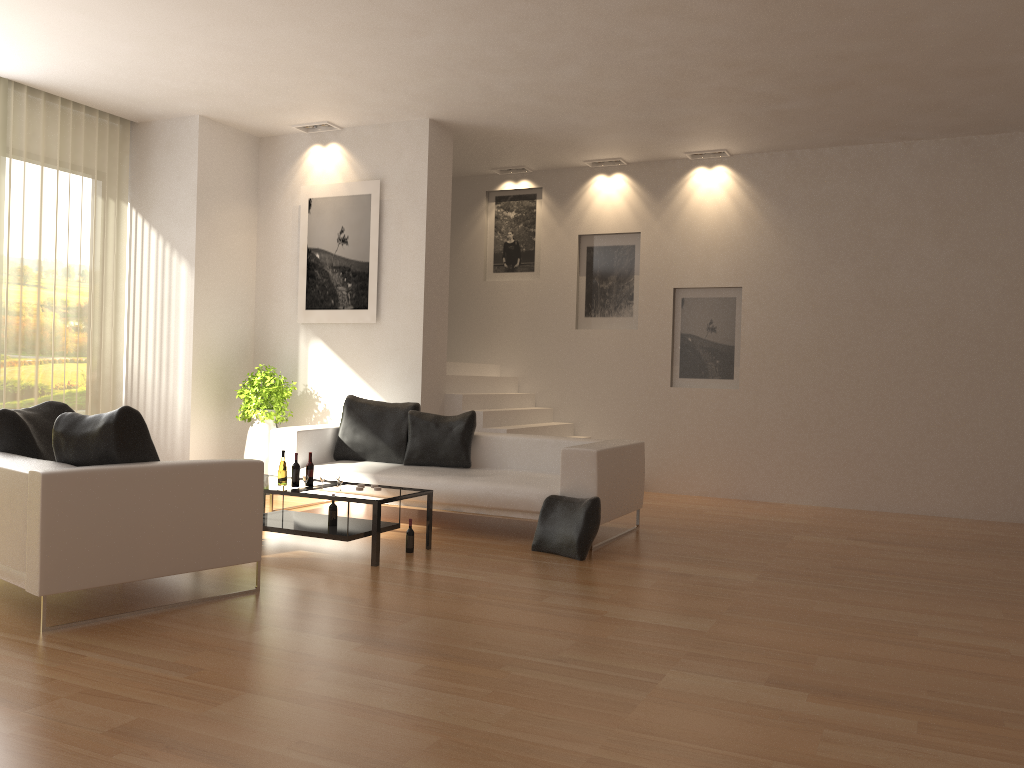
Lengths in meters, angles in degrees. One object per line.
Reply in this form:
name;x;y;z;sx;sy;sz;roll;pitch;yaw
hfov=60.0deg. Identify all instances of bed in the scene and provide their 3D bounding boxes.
bed;-0.521;0.805;7.664;3.075;0.761;1.262;2;0;25

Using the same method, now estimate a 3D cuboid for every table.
table;-1.431;0.966;6.390;1.566;0.460;0.709;2;0;25

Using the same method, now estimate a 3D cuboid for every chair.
chair;-2.404;0.765;5.111;1.671;0.761;1.262;2;1;40

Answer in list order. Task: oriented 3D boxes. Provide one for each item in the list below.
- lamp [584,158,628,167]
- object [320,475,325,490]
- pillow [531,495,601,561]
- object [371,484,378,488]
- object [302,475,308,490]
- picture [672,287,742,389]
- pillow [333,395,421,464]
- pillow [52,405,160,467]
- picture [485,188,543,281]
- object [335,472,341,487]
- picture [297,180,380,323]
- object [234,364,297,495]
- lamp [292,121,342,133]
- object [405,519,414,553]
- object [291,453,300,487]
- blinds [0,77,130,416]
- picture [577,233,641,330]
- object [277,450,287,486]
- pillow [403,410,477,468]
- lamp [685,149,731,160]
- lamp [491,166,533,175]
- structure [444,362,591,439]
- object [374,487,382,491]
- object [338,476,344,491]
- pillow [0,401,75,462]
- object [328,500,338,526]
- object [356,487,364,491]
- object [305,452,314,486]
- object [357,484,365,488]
lamp;1.076;-2.612;10.177;0.446;0.166;0.243;2;0;25
object;-1.335;0.689;6.238;0.039;0.101;0.039;2;0;-17
pillow;0.414;1.027;6.397;0.503;0.457;0.340;2;1;44
object;-0.982;0.732;6.342;0.052;0.021;0.052;2;0;3
object;-1.444;0.686;6.193;0.039;0.101;0.039;2;0;-23
picture;2.168;-0.508;9.864;0.802;1.155;0.005;2;0;25
pillow;-1.232;0.442;8.161;0.755;0.666;0.346;2;0;11
pillow;-2.123;0.439;4.693;0.506;0.666;0.324;2;0;15
picture;0.026;-1.827;10.884;0.802;1.155;0.005;2;0;25
object;-1.256;0.691;6.399;0.039;0.101;0.039;2;0;-17
picture;-1.781;-1.339;9.069;0.979;1.431;0.004;2;0;25
object;-2.513;0.456;9.027;0.570;1.324;0.631;2;1;40
lamp;-1.996;-2.697;9.070;0.446;0.166;0.243;2;0;25
object;-0.717;1.071;6.239;0.059;0.244;0.059;2;0;2
object;-1.546;0.616;6.341;0.059;0.244;0.059;2;0;25
blinds;-4.312;-0.896;8.505;0.143;3.861;1.409;2;0;22
picture;1.134;-1.193;10.357;0.802;1.155;0.005;2;0;25
object;-1.650;0.605;6.384;0.068;0.257;0.067;2;1;43
pillow;-0.637;0.487;7.904;0.628;0.524;0.270;2;0;9
lamp;2.137;-2.577;9.676;0.446;0.166;0.243;2;0;25
lamp;0.000;-2.648;10.685;0.446;0.166;0.243;2;0;25
structure;-1.019;0.446;10.273;4.625;1.403;1.839;2;0;25
object;-0.940;0.734;6.207;0.052;0.021;0.052;2;0;3
object;-1.194;0.694;6.178;0.039;0.101;0.039;2;0;-17
pillow;-2.841;0.406;5.416;0.291;0.598;0.660;2;0;15
object;-1.265;0.898;6.268;0.065;0.217;0.065;2;0;7
object;-1.061;0.731;6.176;0.052;0.021;0.052;1;1;-42
object;-1.459;0.617;6.403;0.057;0.248;0.057;2;1;43
object;-1.076;0.729;6.323;0.052;0.021;0.052;2;0;3
